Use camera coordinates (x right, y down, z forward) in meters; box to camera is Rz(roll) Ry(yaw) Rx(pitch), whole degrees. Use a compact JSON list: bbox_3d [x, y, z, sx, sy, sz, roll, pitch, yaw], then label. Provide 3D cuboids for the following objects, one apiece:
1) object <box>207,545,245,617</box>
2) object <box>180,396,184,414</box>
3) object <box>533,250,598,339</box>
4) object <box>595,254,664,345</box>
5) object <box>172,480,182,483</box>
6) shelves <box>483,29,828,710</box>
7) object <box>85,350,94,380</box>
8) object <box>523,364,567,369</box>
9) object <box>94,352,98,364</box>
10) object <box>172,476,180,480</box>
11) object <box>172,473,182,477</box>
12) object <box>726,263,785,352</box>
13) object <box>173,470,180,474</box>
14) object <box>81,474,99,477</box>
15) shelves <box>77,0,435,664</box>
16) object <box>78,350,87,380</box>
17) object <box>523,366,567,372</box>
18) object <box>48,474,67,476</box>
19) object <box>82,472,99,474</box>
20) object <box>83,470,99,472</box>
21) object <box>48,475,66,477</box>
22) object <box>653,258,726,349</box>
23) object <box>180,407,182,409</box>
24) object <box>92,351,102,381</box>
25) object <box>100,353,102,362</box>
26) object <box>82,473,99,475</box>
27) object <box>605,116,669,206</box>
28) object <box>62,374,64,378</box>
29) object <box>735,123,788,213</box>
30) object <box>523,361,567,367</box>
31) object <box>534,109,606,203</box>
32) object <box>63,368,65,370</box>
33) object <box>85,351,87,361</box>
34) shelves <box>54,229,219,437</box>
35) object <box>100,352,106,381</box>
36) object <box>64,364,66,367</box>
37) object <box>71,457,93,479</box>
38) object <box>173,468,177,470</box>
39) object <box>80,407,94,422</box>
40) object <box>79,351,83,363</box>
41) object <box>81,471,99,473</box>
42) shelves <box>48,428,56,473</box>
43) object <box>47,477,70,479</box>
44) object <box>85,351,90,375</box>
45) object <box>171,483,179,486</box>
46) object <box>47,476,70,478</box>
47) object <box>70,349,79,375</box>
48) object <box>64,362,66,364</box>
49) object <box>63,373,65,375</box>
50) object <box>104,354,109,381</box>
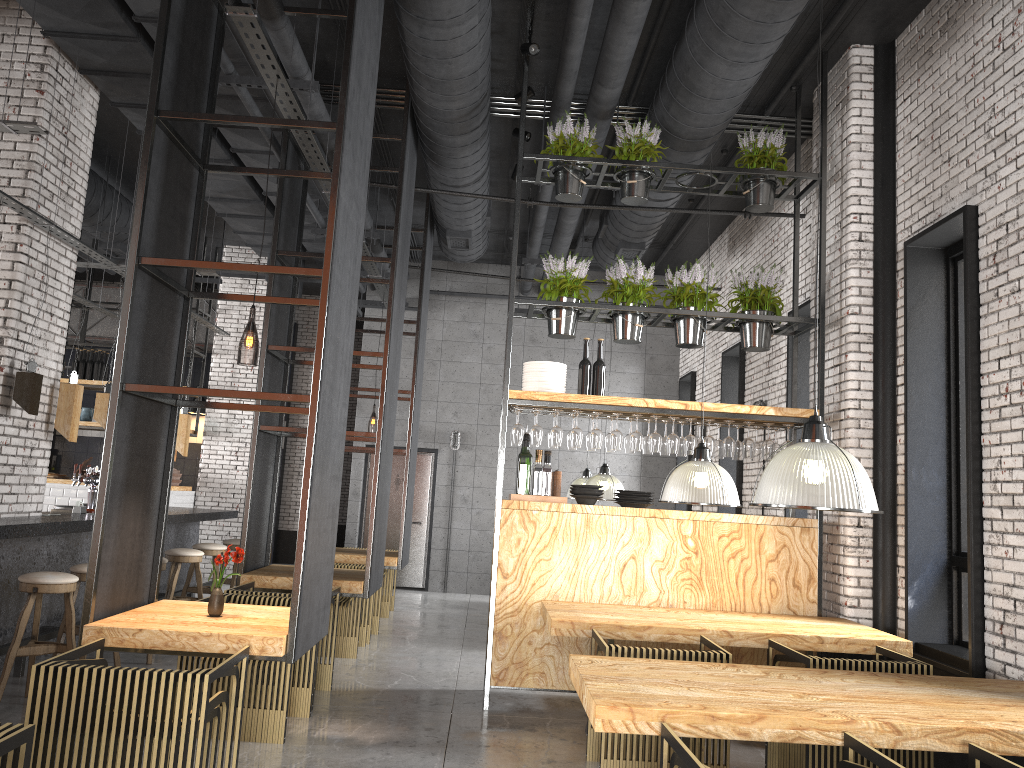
[{"bbox_3d":[-1.464,1.005,4.540,0.170,0.356,0.156,11,-11,-43],"label":"object"},{"bbox_3d":[-4.913,0.388,13.147,0.140,0.552,0.096,3,-8,3],"label":"object"},{"bbox_3d":[0.400,-0.635,6.818,0.415,0.560,0.467,9,-10,-36],"label":"object"},{"bbox_3d":[0.901,-0.598,6.864,0.467,0.560,0.415,4,-8,-7],"label":"object"},{"bbox_3d":[-4.988,1.361,12.530,0.405,0.044,0.634,3,-7,1],"label":"object"},{"bbox_3d":[1.111,-0.135,6.787,2.333,5.033,0.688,4,-8,-1],"label":"shelves"},{"bbox_3d":[-6.200,-0.268,13.040,0.098,0.460,0.098,7,-9,-23],"label":"object"},{"bbox_3d":[0.249,-0.110,6.739,0.334,0.039,0.334,7,-8,-26],"label":"object"},{"bbox_3d":[-6.204,-0.251,13.173,0.098,0.460,0.098,7,-9,-23],"label":"object"},{"bbox_3d":[-4.986,1.317,12.536,0.405,0.044,0.634,4,-7,-5],"label":"object"},{"bbox_3d":[-4.983,1.273,12.543,0.405,0.044,0.634,4,-7,-1],"label":"object"},{"bbox_3d":[1.881,-0.539,6.849,0.416,0.560,0.466,1,-8,18],"label":"object"},{"bbox_3d":[-4.980,1.229,12.549,0.405,0.044,0.634,5,-7,-8],"label":"object"},{"bbox_3d":[-5.916,1.298,12.550,0.407,0.019,0.457,2,-7,12],"label":"object"},{"bbox_3d":[-1.446,-0.536,7.352,1.003,4.379,6.130,4,-8,-1],"label":"shelves"},{"bbox_3d":[-6.312,-0.275,13.037,0.098,0.460,0.098,0,-9,21],"label":"object"},{"bbox_3d":[0.248,-0.091,6.737,0.334,0.044,0.334,8,-8,-30],"label":"object"},{"bbox_3d":[-6.457,1.282,12.516,0.230,0.016,0.555,3,-7,5],"label":"object"},{"bbox_3d":[-5.872,1.271,12.569,0.458,0.019,0.406,-3,-10,41],"label":"object"},{"bbox_3d":[-5.895,1.237,12.573,0.457,0.019,0.406,11,-10,-44],"label":"object"},{"bbox_3d":[-6.466,1.295,12.513,0.214,0.013,0.519,4,-7,-5],"label":"object"},{"bbox_3d":[1.380,-0.566,6.881,0.416,0.560,0.466,-4,-11,45],"label":"object"},{"bbox_3d":[-4.918,0.464,13.141,0.157,0.407,0.105,3,-8,3],"label":"object"},{"bbox_3d":[-6.092,-0.261,13.042,0.098,0.460,0.098,7,-9,-23],"label":"object"},{"bbox_3d":[-6.208,-0.234,13.307,0.098,0.460,0.098,7,-9,-23],"label":"object"},{"bbox_3d":[-5.900,1.285,12.565,0.406,0.019,0.457,-3,-10,41],"label":"object"},{"bbox_3d":[0.980,-1.709,6.999,0.415,0.560,0.467,11,-11,-42],"label":"object"},{"bbox_3d":[-6.744,-0.107,13.098,0.218,0.085,0.218,8,-9,-32],"label":"object"},{"bbox_3d":[1.963,-1.649,6.992,0.416,0.560,0.466,2,-8,9],"label":"object"},{"bbox_3d":[0.251,-0.129,6.742,0.334,0.039,0.334,7,-8,-27],"label":"object"},{"bbox_3d":[0.458,-1.739,7.023,0.467,0.560,0.415,8,-9,-27],"label":"object"},{"bbox_3d":[-6.741,-0.203,13.115,0.218,0.092,0.218,-2,-9,34],"label":"object"},{"bbox_3d":[-6.426,-0.255,13.304,0.098,0.472,0.098,0,-9,21],"label":"object"},{"bbox_3d":[-7.468,-0.936,13.223,5.676,3.075,0.596,4,-8,-1],"label":"shelves"},{"bbox_3d":[-6.096,-0.244,13.175,0.098,0.460,0.098,7,-9,-23],"label":"object"},{"bbox_3d":[-6.727,-0.266,13.124,0.218,0.096,0.218,6,-8,-17],"label":"object"},{"bbox_3d":[-6.053,1.185,12.468,0.241,0.339,0.487,6,-8,-15],"label":"object"},{"bbox_3d":[-5.027,1.174,12.492,0.406,0.094,0.635,4,-7,-4],"label":"object"},{"bbox_3d":[-6.253,0.453,13.041,0.165,0.231,0.198,8,-9,-30],"label":"object"},{"bbox_3d":[-6.423,-0.265,13.169,0.098,0.460,0.098,0,-9,21],"label":"object"},{"bbox_3d":[-5.877,1.255,12.572,0.458,0.019,0.406,-1,-9,32],"label":"object"},{"bbox_3d":[-9.139,1.194,15.874,1.761,1.486,0.157,4,-8,-1],"label":"shelves"},{"bbox_3d":[-6.415,1.322,12.469,0.406,0.019,0.457,-3,-9,40],"label":"object"},{"bbox_3d":[-6.315,-0.258,13.171,0.098,0.460,0.098,0,-9,21],"label":"object"},{"bbox_3d":[-4.991,1.405,12.524,0.405,0.044,0.634,4,-7,-6],"label":"object"},{"bbox_3d":[-6.460,1.308,12.517,0.276,0.019,0.512,3,-7,4],"label":"object"},{"bbox_3d":[-6.419,-0.282,13.035,0.098,0.460,0.098,0,-9,21],"label":"object"},{"bbox_3d":[-6.730,-0.297,13.130,0.219,0.091,0.218,1,-8,16],"label":"object"},{"bbox_3d":[-6.737,-0.139,13.104,0.218,0.093,0.218,6,-8,-18],"label":"object"},{"bbox_3d":[-6.100,-0.227,13.309,0.098,0.460,0.098,7,-9,-23],"label":"object"}]
